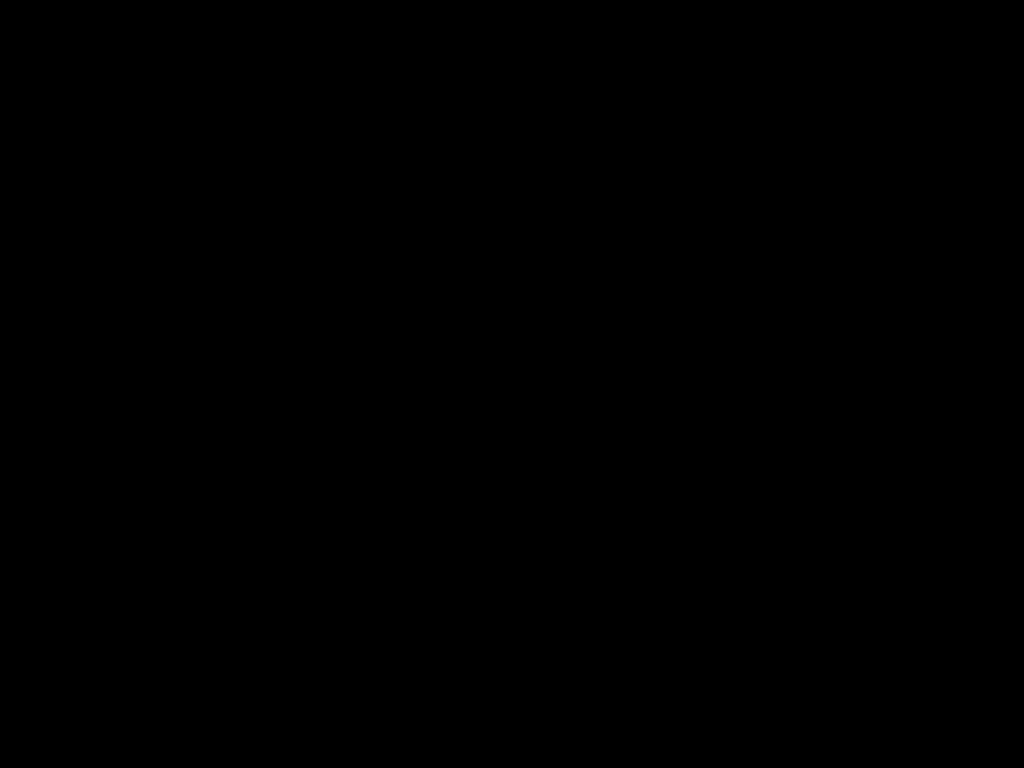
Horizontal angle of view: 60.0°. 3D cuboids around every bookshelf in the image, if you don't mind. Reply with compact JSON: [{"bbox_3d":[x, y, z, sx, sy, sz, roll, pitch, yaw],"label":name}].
[{"bbox_3d":[0.260,0.092,1.687,1.495,0.303,0.643,-3,-4,-9],"label":"bookshelf"}]

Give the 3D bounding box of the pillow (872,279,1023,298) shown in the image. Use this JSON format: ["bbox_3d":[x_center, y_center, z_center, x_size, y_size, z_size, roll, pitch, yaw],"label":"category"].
[{"bbox_3d":[0.592,-0.209,1.507,0.498,0.241,0.470,0,-5,-44],"label":"pillow"}]
